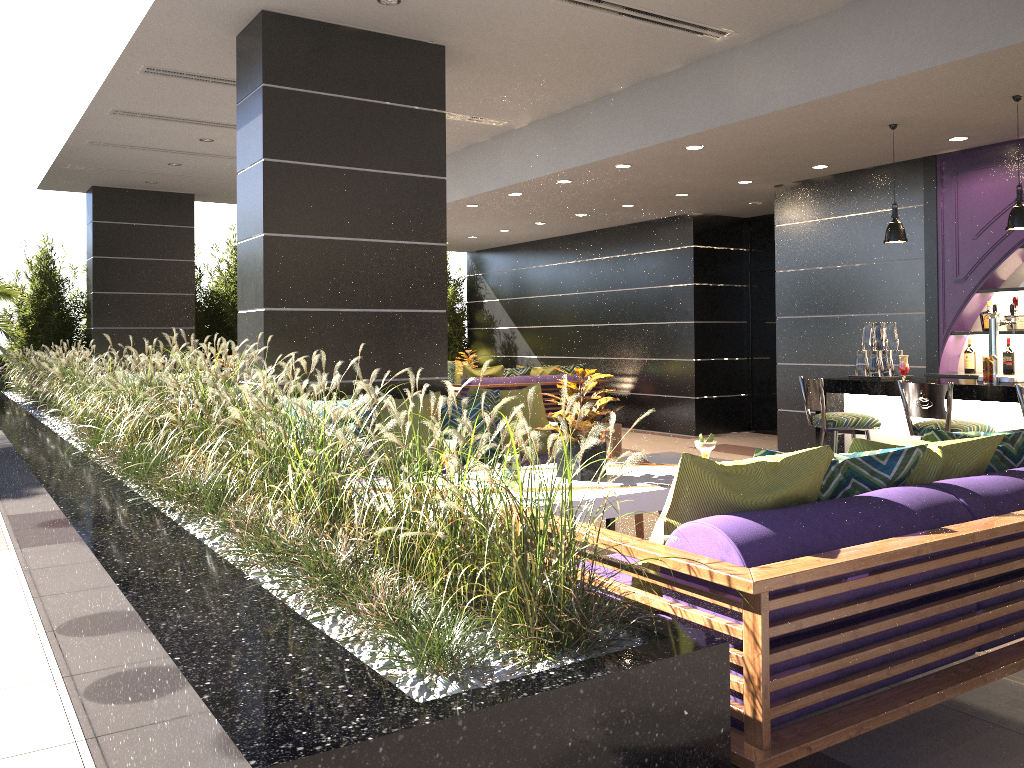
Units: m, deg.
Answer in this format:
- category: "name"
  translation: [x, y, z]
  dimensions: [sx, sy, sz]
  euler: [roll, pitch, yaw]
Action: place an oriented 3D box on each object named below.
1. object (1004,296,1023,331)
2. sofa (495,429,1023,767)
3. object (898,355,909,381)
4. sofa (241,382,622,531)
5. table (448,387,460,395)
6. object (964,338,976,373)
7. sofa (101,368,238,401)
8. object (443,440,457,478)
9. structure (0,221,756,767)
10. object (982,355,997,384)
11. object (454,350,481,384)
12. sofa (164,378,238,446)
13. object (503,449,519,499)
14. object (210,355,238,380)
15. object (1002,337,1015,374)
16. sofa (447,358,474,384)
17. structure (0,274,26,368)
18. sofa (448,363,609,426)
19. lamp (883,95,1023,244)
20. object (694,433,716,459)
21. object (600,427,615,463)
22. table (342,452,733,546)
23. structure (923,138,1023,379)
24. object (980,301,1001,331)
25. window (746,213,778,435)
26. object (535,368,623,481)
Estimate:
- category: "object"
  translation: [4.048, -0.564, 7.116]
  dimensions: [0.123, 0.279, 0.123]
  euler: [0, 0, -19]
- category: "sofa"
  translation: [1.123, 0.593, 2.994]
  dimensions: [2.127, 0.920, 1.119]
  euler: [-2, 2, -33]
- category: "object"
  translation: [2.757, -0.113, 6.229]
  dimensions: [0.069, 0.181, 0.069]
  euler: [-1, 0, 29]
- category: "sofa"
  translation: [-0.480, 0.485, 5.468]
  dimensions: [2.127, 0.920, 1.119]
  euler: [-2, 2, -33]
- category: "table"
  translation: [-0.580, 0.314, 12.648]
  dimensions: [2.038, 0.554, 0.941]
  euler: [-2, 3, -33]
- category: "object"
  translation: [3.843, -0.239, 7.429]
  dimensions: [0.086, 0.299, 0.086]
  euler: [-1, 0, 16]
- category: "sofa"
  translation: [-3.636, 0.272, 10.337]
  dimensions: [2.127, 0.920, 1.119]
  euler: [-2, 2, -33]
- category: "object"
  translation: [-0.296, 0.359, 4.229]
  dimensions: [0.069, 0.181, 0.069]
  euler: [-1, 0, 40]
- category: "structure"
  translation: [2.447, -0.578, 4.101]
  dimensions: [7.820, 3.123, 24.725]
  euler: [-2, 3, -33]
- category: "object"
  translation: [3.083, -0.095, 5.719]
  dimensions: [0.067, 0.190, 0.084]
  euler: [0, 0, -8]
- category: "object"
  translation: [-0.620, -0.224, 12.620]
  dimensions: [0.430, 0.527, 0.425]
  euler: [-1, 1, -16]
- category: "sofa"
  translation: [-2.239, 0.366, 8.182]
  dimensions: [2.127, 0.920, 1.119]
  euler: [-2, 2, -33]
- category: "object"
  translation: [-0.002, 0.369, 3.675]
  dimensions: [0.069, 0.211, 0.069]
  euler: [-1, 0, 40]
- category: "object"
  translation: [-2.962, -0.039, 9.281]
  dimensions: [0.430, 0.527, 0.425]
  euler: [-1, 1, -16]
- category: "object"
  translation: [4.018, -0.229, 7.160]
  dimensions: [0.086, 0.299, 0.086]
  euler: [-1, 0, 16]
- category: "sofa"
  translation: [-1.306, 0.084, 13.738]
  dimensions: [2.127, 0.920, 1.119]
  euler: [-2, 2, -33]
- category: "structure"
  translation: [-7.347, -0.841, 9.451]
  dimensions: [3.750, 3.305, 3.803]
  euler: [0, 1, 10]
- category: "sofa"
  translation: [0.090, 0.178, 11.583]
  dimensions: [2.127, 0.920, 1.119]
  euler: [-2, 2, -33]
- category: "lamp"
  translation: [3.040, -1.448, 6.099]
  dimensions: [0.192, 0.864, 1.081]
  euler: [0, 1, -33]
- category: "object"
  translation: [0.944, 0.337, 4.317]
  dimensions: [0.106, 0.197, 0.106]
  euler: [-1, 0, -5]
- category: "object"
  translation: [0.512, 0.324, 4.711]
  dimensions: [0.084, 0.190, 0.067]
  euler: [0, 0, -8]
- category: "table"
  translation: [0.330, 0.723, 4.207]
  dimensions: [2.037, 0.554, 0.941]
  euler: [-2, 3, -33]
- category: "structure"
  translation: [4.860, -0.496, 5.710]
  dimensions: [0.530, 2.761, 4.630]
  euler: [0, 1, -33]
- category: "object"
  translation: [3.930, -0.555, 7.278]
  dimensions: [0.094, 0.248, 0.151]
  euler: [0, 0, -44]
- category: "window"
  translation: [3.519, -0.727, 10.627]
  dimensions: [0.108, 2.763, 1.826]
  euler: [0, 0, -33]
- category: "object"
  translation: [0.330, 0.183, 4.206]
  dimensions: [0.430, 0.527, 0.425]
  euler: [-1, 1, -21]
